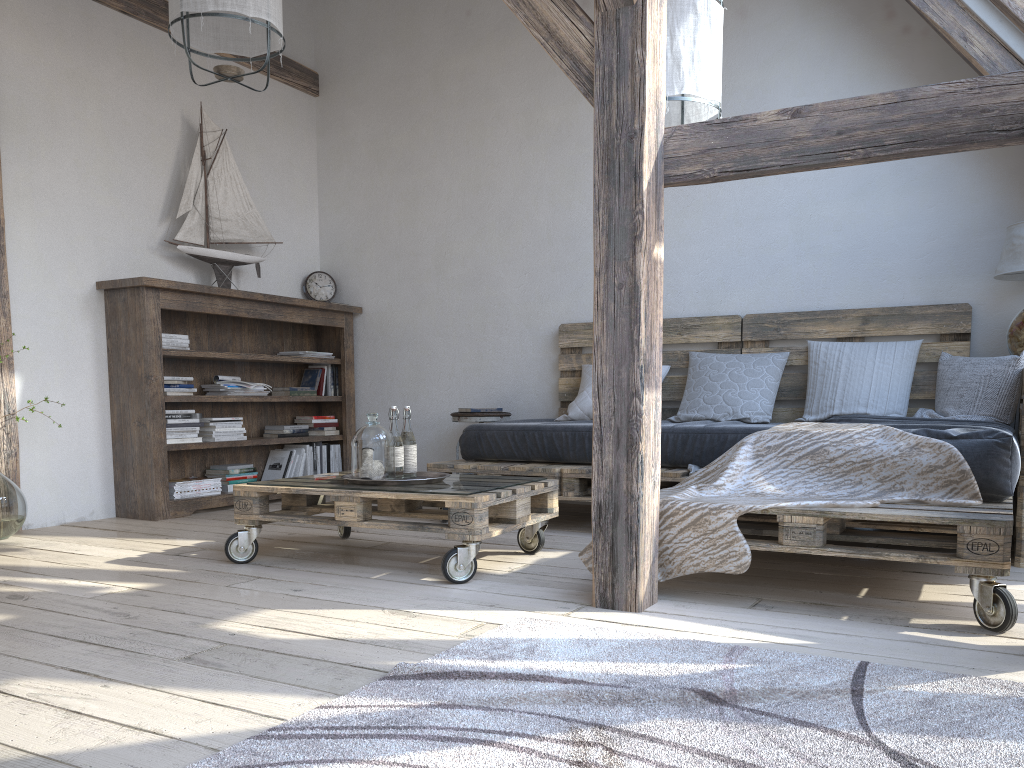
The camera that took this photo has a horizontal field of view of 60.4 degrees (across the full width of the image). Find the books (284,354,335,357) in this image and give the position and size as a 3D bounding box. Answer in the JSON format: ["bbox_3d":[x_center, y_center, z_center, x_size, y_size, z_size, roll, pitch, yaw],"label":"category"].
[{"bbox_3d":[-1.251,-0.172,5.437,0.204,0.009,0.256,-1,-1,21],"label":"books"}]

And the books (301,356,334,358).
[{"bbox_3d":[-1.258,-0.163,5.425,0.204,0.009,0.257,-1,-1,24],"label":"books"}]

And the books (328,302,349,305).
[{"bbox_3d":[-1.185,-0.494,5.586,0.235,0.025,0.177,-1,-1,29],"label":"books"}]

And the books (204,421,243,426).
[{"bbox_3d":[-1.622,0.217,4.846,0.157,0.017,0.218,-1,-1,34],"label":"books"}]

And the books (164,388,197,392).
[{"bbox_3d":[-1.774,0.032,4.558,0.157,0.017,0.218,-1,-1,29],"label":"books"}]

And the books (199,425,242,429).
[{"bbox_3d":[-1.602,0.233,4.827,0.139,0.018,0.184,-1,-1,29],"label":"books"}]

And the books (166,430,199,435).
[{"bbox_3d":[-1.764,0.250,4.560,0.157,0.017,0.218,-1,-1,29],"label":"books"}]

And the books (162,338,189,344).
[{"bbox_3d":[-1.794,-0.219,4.506,0.157,0.021,0.218,-1,-1,29],"label":"books"}]

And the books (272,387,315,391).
[{"bbox_3d":[-1.325,0.032,5.341,0.149,0.021,0.204,-1,-1,33],"label":"books"}]

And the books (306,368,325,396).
[{"bbox_3d":[-1.237,-0.012,5.503,0.139,0.178,0.058,1,6,28],"label":"books"}]

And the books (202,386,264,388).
[{"bbox_3d":[-1.554,0.018,4.901,0.204,0.009,0.257,-1,-1,36],"label":"books"}]

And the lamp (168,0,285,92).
[{"bbox_3d":[-1.021,-1.638,3.115,0.399,1.095,0.403,-2,6,-20],"label":"lamp"}]

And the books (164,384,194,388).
[{"bbox_3d":[-1.778,0.012,4.549,0.146,0.021,0.208,-1,-1,45],"label":"books"}]

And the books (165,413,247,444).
[{"bbox_3d":[-1.695,0.232,4.701,0.206,0.153,0.546,1,0,29],"label":"books"}]

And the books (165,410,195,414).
[{"bbox_3d":[-1.756,0.143,4.535,0.139,0.018,0.184,-1,-1,29],"label":"books"}]

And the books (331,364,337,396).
[{"bbox_3d":[-1.174,-0.023,5.602,0.136,0.203,0.020,2,6,29],"label":"books"}]

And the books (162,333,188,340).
[{"bbox_3d":[-1.800,-0.242,4.507,0.157,0.021,0.218,-1,-1,29],"label":"books"}]

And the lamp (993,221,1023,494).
[{"bbox_3d":[2.242,0.000,3.841,0.389,1.297,0.816,1,4,15],"label":"lamp"}]

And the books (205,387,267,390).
[{"bbox_3d":[-1.539,0.026,4.904,0.204,0.009,0.257,-1,-1,36],"label":"books"}]

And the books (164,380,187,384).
[{"bbox_3d":[-1.773,-0.008,4.551,0.132,0.021,0.198,0,-1,-5],"label":"books"}]

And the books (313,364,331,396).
[{"bbox_3d":[-1.200,-0.024,5.571,0.135,0.203,0.020,2,6,29],"label":"books"}]

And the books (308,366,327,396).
[{"bbox_3d":[-1.229,-0.020,5.526,0.138,0.193,0.050,2,6,28],"label":"books"}]

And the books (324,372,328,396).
[{"bbox_3d":[-1.215,-0.009,5.556,0.117,0.174,0.018,2,6,29],"label":"books"}]

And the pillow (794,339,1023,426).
[{"bbox_3d":[1.749,-0.018,3.893,0.385,0.403,0.965,-3,2,-44],"label":"pillow"}]

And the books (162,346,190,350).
[{"bbox_3d":[-1.794,-0.181,4.512,0.157,0.017,0.218,-1,-1,24],"label":"books"}]

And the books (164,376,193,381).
[{"bbox_3d":[-1.772,-0.027,4.556,0.139,0.018,0.184,-1,-1,29],"label":"books"}]

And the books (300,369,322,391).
[{"bbox_3d":[-1.256,-0.010,5.476,0.131,0.174,0.081,2,5,30],"label":"books"}]

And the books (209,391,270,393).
[{"bbox_3d":[-1.521,0.044,4.920,0.204,0.009,0.257,-1,-1,31],"label":"books"}]

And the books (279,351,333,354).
[{"bbox_3d":[-1.266,-0.189,5.418,0.204,0.009,0.257,-1,-1,26],"label":"books"}]

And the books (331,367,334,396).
[{"bbox_3d":[-1.191,-0.016,5.589,0.139,0.187,0.020,2,6,29],"label":"books"}]

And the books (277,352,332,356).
[{"bbox_3d":[-1.275,-0.181,5.410,0.204,0.009,0.257,-1,-1,36],"label":"books"}]

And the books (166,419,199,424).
[{"bbox_3d":[-1.756,0.191,4.548,0.157,0.021,0.217,-1,-1,24],"label":"books"}]

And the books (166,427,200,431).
[{"bbox_3d":[-1.755,0.232,4.541,0.157,0.017,0.218,-1,-1,34],"label":"books"}]

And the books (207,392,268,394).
[{"bbox_3d":[-1.530,0.052,4.910,0.204,0.009,0.257,-1,-1,34],"label":"books"}]

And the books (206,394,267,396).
[{"bbox_3d":[-1.534,0.061,4.903,0.204,0.009,0.257,-1,-1,38],"label":"books"}]

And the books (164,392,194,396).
[{"bbox_3d":[-1.771,0.050,4.563,0.139,0.020,0.184,-1,-1,24],"label":"books"}]

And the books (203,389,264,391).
[{"bbox_3d":[-1.550,0.035,4.898,0.257,0.009,0.204,1,-1,-44],"label":"books"}]

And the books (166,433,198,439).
[{"bbox_3d":[-1.770,0.270,4.559,0.157,0.021,0.218,-1,-1,29],"label":"books"}]

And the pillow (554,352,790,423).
[{"bbox_3d":[0.773,0.011,4.401,1.128,0.358,0.348,0,2,29],"label":"pillow"}]

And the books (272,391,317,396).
[{"bbox_3d":[-1.325,0.058,5.353,0.161,0.031,0.218,-1,-1,32],"label":"books"}]

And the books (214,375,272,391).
[{"bbox_3d":[-1.506,-0.001,4.932,0.221,0.089,0.259,0,0,9],"label":"books"}]

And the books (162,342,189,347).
[{"bbox_3d":[-1.777,-0.199,4.501,0.139,0.018,0.184,-1,-1,29],"label":"books"}]

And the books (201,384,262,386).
[{"bbox_3d":[-1.561,0.009,4.898,0.204,0.009,0.257,-1,-1,41],"label":"books"}]

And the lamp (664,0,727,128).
[{"bbox_3d":[0.544,-1.579,3.106,0.407,1.533,0.396,-2,6,-20],"label":"lamp"}]

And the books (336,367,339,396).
[{"bbox_3d":[-1.168,-0.015,5.632,0.139,0.187,0.020,2,6,29],"label":"books"}]
